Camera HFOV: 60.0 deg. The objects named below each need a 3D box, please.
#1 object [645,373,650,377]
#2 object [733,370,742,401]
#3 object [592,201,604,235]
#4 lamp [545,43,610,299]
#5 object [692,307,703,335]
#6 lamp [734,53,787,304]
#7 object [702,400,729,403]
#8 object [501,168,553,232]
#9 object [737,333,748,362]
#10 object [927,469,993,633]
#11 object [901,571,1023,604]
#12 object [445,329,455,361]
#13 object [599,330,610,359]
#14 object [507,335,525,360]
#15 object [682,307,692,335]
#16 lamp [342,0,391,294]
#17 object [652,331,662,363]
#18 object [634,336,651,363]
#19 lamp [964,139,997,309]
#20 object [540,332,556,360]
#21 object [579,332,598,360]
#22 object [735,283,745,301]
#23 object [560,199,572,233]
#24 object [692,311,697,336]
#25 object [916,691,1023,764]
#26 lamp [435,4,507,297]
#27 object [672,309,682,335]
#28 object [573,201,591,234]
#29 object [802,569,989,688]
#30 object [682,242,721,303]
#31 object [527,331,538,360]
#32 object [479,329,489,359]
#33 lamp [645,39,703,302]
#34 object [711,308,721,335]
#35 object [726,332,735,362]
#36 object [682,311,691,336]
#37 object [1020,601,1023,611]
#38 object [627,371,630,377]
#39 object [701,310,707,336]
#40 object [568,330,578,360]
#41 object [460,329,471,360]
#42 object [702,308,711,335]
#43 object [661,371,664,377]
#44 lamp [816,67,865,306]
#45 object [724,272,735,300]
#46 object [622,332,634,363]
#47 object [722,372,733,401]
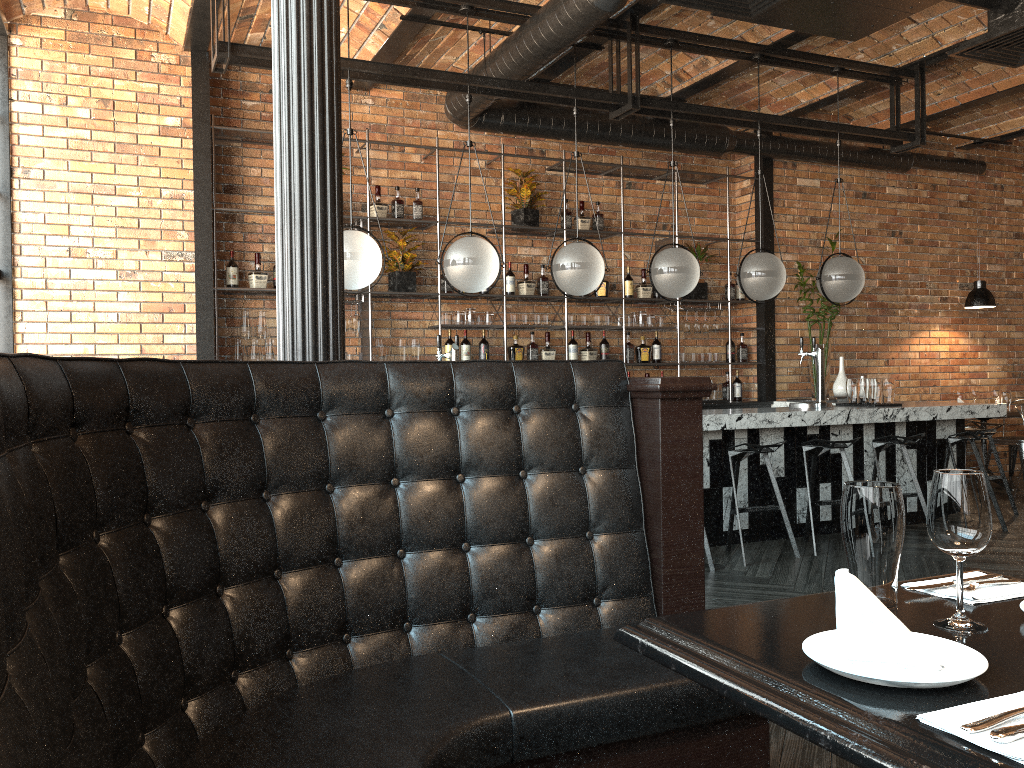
[{"bbox_3d":[1.219,0.042,7.979,0.123,0.279,0.123,-1,1,-35],"label":"object"},{"bbox_3d":[2.140,0.015,8.417,0.086,0.298,0.086,-1,0,25],"label":"object"},{"bbox_3d":[0.755,-1.460,7.787,0.083,0.282,0.083,-1,1,-39],"label":"object"},{"bbox_3d":[0.413,-1.420,5.674,0.340,1.754,0.340,-1,0,22],"label":"lamp"},{"bbox_3d":[1.693,-0.575,8.104,0.092,0.244,0.092,-1,0,15],"label":"object"},{"bbox_3d":[1.753,-1.445,6.268,0.340,1.754,0.340,-1,0,22],"label":"lamp"},{"bbox_3d":[1.742,0.162,8.166,0.437,0.019,0.273,-1,0,-24],"label":"object"},{"bbox_3d":[0.095,-1.569,7.534,0.425,0.526,0.430,-1,0,-22],"label":"object"},{"bbox_3d":[2.187,-0.343,8.423,0.083,0.282,0.083,-1,0,-14],"label":"object"},{"bbox_3d":[0.704,0.259,1.396,0.092,0.244,0.092,-1,0,27],"label":"object"},{"bbox_3d":[0.832,0.369,1.624,0.255,0.019,0.157,-1,0,-23],"label":"object"},{"bbox_3d":[-0.505,-0.299,7.235,0.086,0.299,0.086,-1,0,25],"label":"object"},{"bbox_3d":[0.814,-0.326,7.818,0.086,0.299,0.086,-1,0,25],"label":"object"},{"bbox_3d":[0.034,-0.284,7.467,0.151,0.248,0.094,-1,1,-35],"label":"object"},{"bbox_3d":[1.593,-0.573,8.059,0.092,0.244,0.092,-1,0,15],"label":"object"},{"bbox_3d":[-0.927,-1.394,5.080,0.340,1.754,0.340,-1,0,22],"label":"lamp"},{"bbox_3d":[1.313,-0.333,8.050,0.086,0.298,0.086,-1,0,25],"label":"object"},{"bbox_3d":[1.178,-0.306,7.975,0.151,0.248,0.094,-1,0,-15],"label":"object"},{"bbox_3d":[4.625,-1.585,8.779,0.291,1.653,0.291,0,1,41],"label":"lamp"},{"bbox_3d":[0.306,-0.305,7.574,0.123,0.279,0.123,-1,0,-10],"label":"object"},{"bbox_3d":[0.667,-0.311,7.734,0.123,0.279,0.123,-1,1,-35],"label":"object"},{"bbox_3d":[2.172,-0.922,8.446,0.086,0.298,0.086,-1,1,30],"label":"object"},{"bbox_3d":[0.469,-1.454,7.660,0.083,0.282,0.083,-1,0,-24],"label":"object"},{"bbox_3d":[1.717,-0.577,8.295,0.092,0.244,0.092,-1,0,15],"label":"object"},{"bbox_3d":[0.609,0.377,1.006,0.255,0.019,0.157,-1,0,-23],"label":"object"},{"bbox_3d":[-0.257,-1.407,5.377,0.340,1.754,0.340,-1,0,22],"label":"lamp"},{"bbox_3d":[1.526,-0.573,8.210,0.092,0.244,0.092,-1,0,15],"label":"object"},{"bbox_3d":[0.610,-1.455,7.724,0.123,0.279,0.123,-1,0,-20],"label":"object"},{"bbox_3d":[0.517,0.322,1.209,0.232,0.139,0.232,-1,1,-30],"label":"object"},{"bbox_3d":[1.723,-1.042,8.179,0.398,0.560,0.374,-1,1,38],"label":"object"},{"bbox_3d":[0.174,-0.305,7.530,0.083,0.282,0.083,-1,0,-24],"label":"object"},{"bbox_3d":[-0.232,-0.305,7.353,0.086,0.297,0.086,-1,0,25],"label":"object"},{"bbox_3d":[1.083,-1.432,5.971,0.340,1.754,0.340,-1,0,22],"label":"lamp"},{"bbox_3d":[1.878,-0.579,8.186,0.092,0.244,0.092,-1,0,15],"label":"object"},{"bbox_3d":[2.061,-0.349,8.371,0.086,0.299,0.086,-1,0,25],"label":"object"},{"bbox_3d":[1.626,-0.575,8.255,0.092,0.244,0.092,-1,0,15],"label":"object"},{"bbox_3d":[0.926,0.314,1.384,0.232,0.139,0.232,-1,0,-27],"label":"object"},{"bbox_3d":[1.045,0.034,7.925,0.086,0.298,0.086,-1,0,25],"label":"object"},{"bbox_3d":[1.812,-0.579,8.337,0.092,0.244,0.092,-1,0,15],"label":"object"},{"bbox_3d":[0.529,-0.320,7.696,0.086,0.298,0.086,-1,0,25],"label":"object"},{"bbox_3d":[-0.382,-0.303,7.318,0.086,0.298,0.086,-1,0,25],"label":"object"},{"bbox_3d":[1.784,-0.577,8.144,0.092,0.244,0.092,-1,0,15],"label":"object"},{"bbox_3d":[1.367,0.028,8.063,0.086,0.299,0.086,-1,0,25],"label":"object"},{"bbox_3d":[2.422,-1.458,6.565,0.340,1.754,0.340,-1,0,22],"label":"lamp"},{"bbox_3d":[2.055,-0.911,8.364,0.083,0.282,0.083,-1,0,-9],"label":"object"},{"bbox_3d":[1.037,-0.321,7.913,0.083,0.282,0.083,-1,1,-39],"label":"object"},{"bbox_3d":[2.031,0.024,8.354,0.083,0.282,0.083,-1,1,-39],"label":"object"}]
